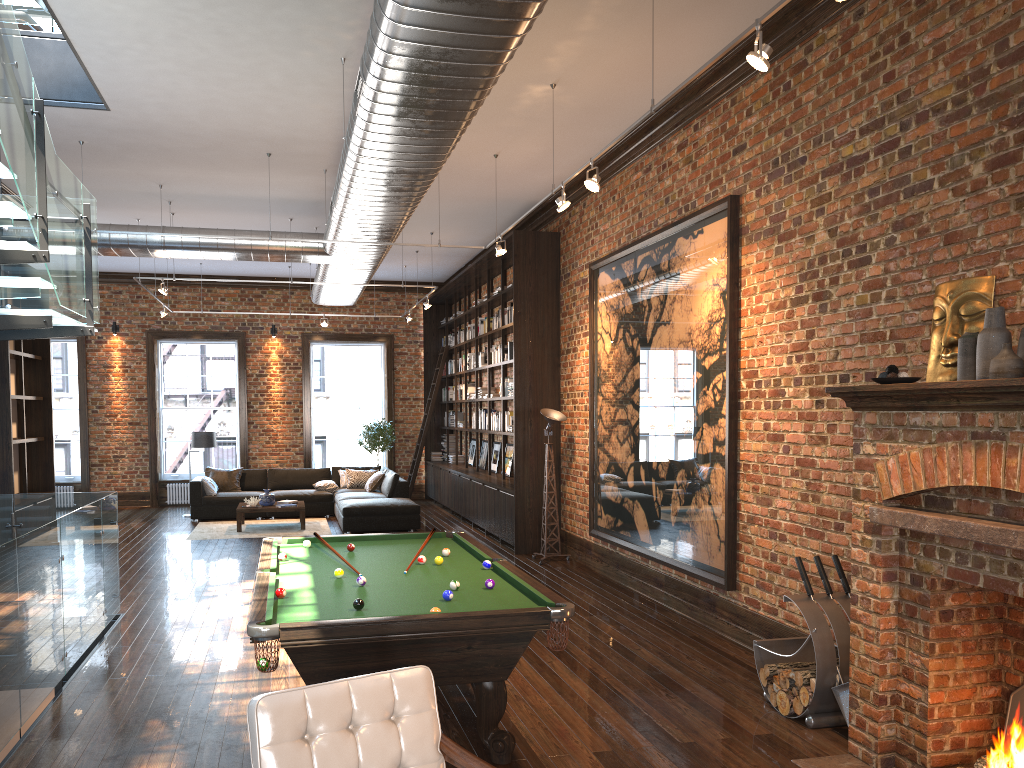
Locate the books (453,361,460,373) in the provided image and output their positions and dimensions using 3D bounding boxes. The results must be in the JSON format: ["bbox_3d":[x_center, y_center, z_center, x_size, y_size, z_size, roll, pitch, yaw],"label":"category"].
[{"bbox_3d":[-1.042,-0.308,17.027,0.183,0.255,0.046,-1,3,-14],"label":"books"}]

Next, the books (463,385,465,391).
[{"bbox_3d":[-0.784,0.159,16.037,0.189,0.264,0.010,-1,3,-14],"label":"books"}]

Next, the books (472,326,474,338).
[{"bbox_3d":[-0.596,-0.872,15.251,0.185,0.254,0.029,-1,3,-14],"label":"books"}]

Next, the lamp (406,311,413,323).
[{"bbox_3d":[-1.770,-1.181,15.376,0.113,0.231,0.113,1,2,25],"label":"lamp"}]

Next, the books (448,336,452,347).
[{"bbox_3d":[-1.121,-0.808,17.210,0.235,0.253,0.028,0,3,-14],"label":"books"}]

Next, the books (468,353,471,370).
[{"bbox_3d":[-0.673,-0.385,15.602,0.183,0.315,0.013,-1,3,-14],"label":"books"}]

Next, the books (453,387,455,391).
[{"bbox_3d":[-1.062,0.196,17.187,0.180,0.264,0.015,-1,3,-14],"label":"books"}]

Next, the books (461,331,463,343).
[{"bbox_3d":[-0.851,-0.839,16.287,0.178,0.255,0.035,-1,3,-14],"label":"books"}]

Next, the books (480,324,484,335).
[{"bbox_3d":[-0.421,-0.871,14.512,0.193,0.203,0.027,0,3,-14],"label":"books"}]

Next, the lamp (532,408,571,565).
[{"bbox_3d":[0.487,1.201,10.513,0.425,1.834,0.504,-1,3,-9],"label":"lamp"}]

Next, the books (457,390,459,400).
[{"bbox_3d":[-0.945,0.213,16.672,0.192,0.196,0.034,0,3,-14],"label":"books"}]

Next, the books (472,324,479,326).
[{"bbox_3d":[-0.608,-0.889,15.303,0.176,0.290,0.030,-1,3,-14],"label":"books"}]

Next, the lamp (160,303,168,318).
[{"bbox_3d":[-5.646,-1.192,14.392,0.114,0.231,0.113,1,2,26],"label":"lamp"}]

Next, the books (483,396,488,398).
[{"bbox_3d":[-0.339,0.217,14.282,0.204,0.036,0.266,0,-2,-13],"label":"books"}]

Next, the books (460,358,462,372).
[{"bbox_3d":[-0.881,-0.341,16.429,0.174,0.284,0.112,-1,2,-14],"label":"books"}]

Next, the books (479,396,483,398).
[{"bbox_3d":[-0.404,0.211,14.517,0.244,0.025,0.160,0,-2,-15],"label":"books"}]

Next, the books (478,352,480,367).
[{"bbox_3d":[-0.484,-0.395,14.821,0.190,0.285,0.013,-1,3,-14],"label":"books"}]

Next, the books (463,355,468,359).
[{"bbox_3d":[-0.798,-0.370,16.083,0.171,0.316,0.013,-1,3,-14],"label":"books"}]

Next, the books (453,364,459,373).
[{"bbox_3d":[-1.026,-0.287,16.965,0.185,0.211,0.069,-1,3,-14],"label":"books"}]

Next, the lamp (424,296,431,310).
[{"bbox_3d":[-1.276,-1.244,13.434,0.113,0.231,0.114,-2,3,-38],"label":"lamp"}]

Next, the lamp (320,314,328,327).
[{"bbox_3d":[-3.399,-1.151,16.058,0.114,0.231,0.113,2,3,45],"label":"lamp"}]

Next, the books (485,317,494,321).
[{"bbox_3d":[-0.348,-0.926,14.303,0.181,0.299,0.009,-1,3,-14],"label":"books"}]

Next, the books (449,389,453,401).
[{"bbox_3d":[-1.104,0.218,17.249,0.231,0.225,0.024,0,3,-14],"label":"books"}]

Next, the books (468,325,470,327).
[{"bbox_3d":[-0.693,-0.890,15.687,0.166,0.317,0.016,-1,3,-14],"label":"books"}]

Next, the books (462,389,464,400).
[{"bbox_3d":[-0.823,0.194,16.254,0.186,0.208,0.017,-1,3,-14],"label":"books"}]

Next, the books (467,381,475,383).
[{"bbox_3d":[-0.720,0.120,15.901,0.161,0.332,0.006,-1,3,-14],"label":"books"}]

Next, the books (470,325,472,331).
[{"bbox_3d":[-0.644,-0.882,15.465,0.159,0.287,0.014,-1,3,-14],"label":"books"}]

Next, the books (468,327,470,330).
[{"bbox_3d":[-0.677,-0.869,15.557,0.192,0.267,0.016,-1,3,-14],"label":"books"}]

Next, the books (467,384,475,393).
[{"bbox_3d":[-0.736,0.142,15.877,0.188,0.288,0.013,-1,3,-14],"label":"books"}]

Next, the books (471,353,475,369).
[{"bbox_3d":[-0.622,-0.385,15.412,0.175,0.304,0.067,-1,3,-14],"label":"books"}]

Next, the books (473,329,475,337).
[{"bbox_3d":[-0.576,-0.845,15.200,0.166,0.195,0.030,-1,3,-14],"label":"books"}]

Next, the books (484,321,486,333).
[{"bbox_3d":[-0.360,-0.897,14.275,0.191,0.240,0.008,-1,3,-14],"label":"books"}]

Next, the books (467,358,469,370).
[{"bbox_3d":[-0.694,-0.339,15.667,0.191,0.227,0.025,-1,3,-14],"label":"books"}]

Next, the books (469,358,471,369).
[{"bbox_3d":[-0.651,-0.339,15.531,0.182,0.219,0.034,-1,3,-14],"label":"books"}]

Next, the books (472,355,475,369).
[{"bbox_3d":[-0.591,-0.364,15.246,0.191,0.250,0.024,-1,3,-14],"label":"books"}]

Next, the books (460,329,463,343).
[{"bbox_3d":[-0.875,-0.859,16.339,0.163,0.298,0.029,-1,3,-14],"label":"books"}]

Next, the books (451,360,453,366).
[{"bbox_3d":[-1.082,-0.322,17.197,0.184,0.294,0.006,-1,3,-14],"label":"books"}]

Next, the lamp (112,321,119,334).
[{"bbox_3d":[-7.416,-1.042,16.566,0.126,0.237,0.154,-1,2,-14],"label":"lamp"}]

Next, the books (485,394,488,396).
[{"bbox_3d":[-0.330,0.175,14.283,0.173,0.018,0.238,0,-2,-10],"label":"books"}]

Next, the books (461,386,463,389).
[{"bbox_3d":[-0.849,0.169,16.349,0.177,0.265,0.041,-1,3,-14],"label":"books"}]

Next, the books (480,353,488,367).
[{"bbox_3d":[-0.378,-0.384,14.383,0.272,0.242,0.083,0,3,-14],"label":"books"}]

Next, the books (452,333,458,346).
[{"bbox_3d":[-1.053,-0.829,17.007,0.190,0.281,0.017,-1,3,-14],"label":"books"}]

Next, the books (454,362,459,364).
[{"bbox_3d":[-1.024,-0.306,16.986,0.166,0.250,0.079,-1,3,-14],"label":"books"}]

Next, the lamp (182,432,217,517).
[{"bbox_3d":[-5.382,1.554,15.198,0.687,1.472,0.418,0,3,15],"label":"lamp"}]

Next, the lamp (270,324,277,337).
[{"bbox_3d":[-4.640,-1.034,17.271,0.126,0.237,0.154,-1,2,-14],"label":"lamp"}]

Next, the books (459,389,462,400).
[{"bbox_3d":[-0.863,0.198,16.302,0.236,0.203,0.046,0,3,-14],"label":"books"}]

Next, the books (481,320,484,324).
[{"bbox_3d":[-0.423,-0.904,14.543,0.180,0.271,0.011,-1,3,-14],"label":"books"}]

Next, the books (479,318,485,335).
[{"bbox_3d":[-0.453,-0.928,14.684,0.186,0.330,0.069,-1,3,-14],"label":"books"}]

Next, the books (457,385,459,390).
[{"bbox_3d":[-0.950,0.169,16.704,0.185,0.287,0.035,-1,3,-14],"label":"books"}]

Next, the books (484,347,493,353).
[{"bbox_3d":[-0.370,-0.433,14.445,0.155,0.336,0.014,-1,3,-14],"label":"books"}]

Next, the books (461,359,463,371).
[{"bbox_3d":[-0.838,-0.335,16.232,0.174,0.257,0.027,-1,3,-14],"label":"books"}]

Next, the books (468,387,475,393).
[{"bbox_3d":[-0.706,0.168,15.833,0.147,0.233,0.036,-1,3,-14],"label":"books"}]

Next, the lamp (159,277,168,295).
[{"bbox_3d":[-4.582,-1.284,11.635,0.114,0.231,0.113,0,2,6],"label":"lamp"}]

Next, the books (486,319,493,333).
[{"bbox_3d":[-0.320,-0.909,14.158,0.190,0.256,0.061,-1,3,-14],"label":"books"}]

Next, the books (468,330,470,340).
[{"bbox_3d":[-0.669,-0.838,15.496,0.187,0.201,0.030,0,3,-14],"label":"books"}]
